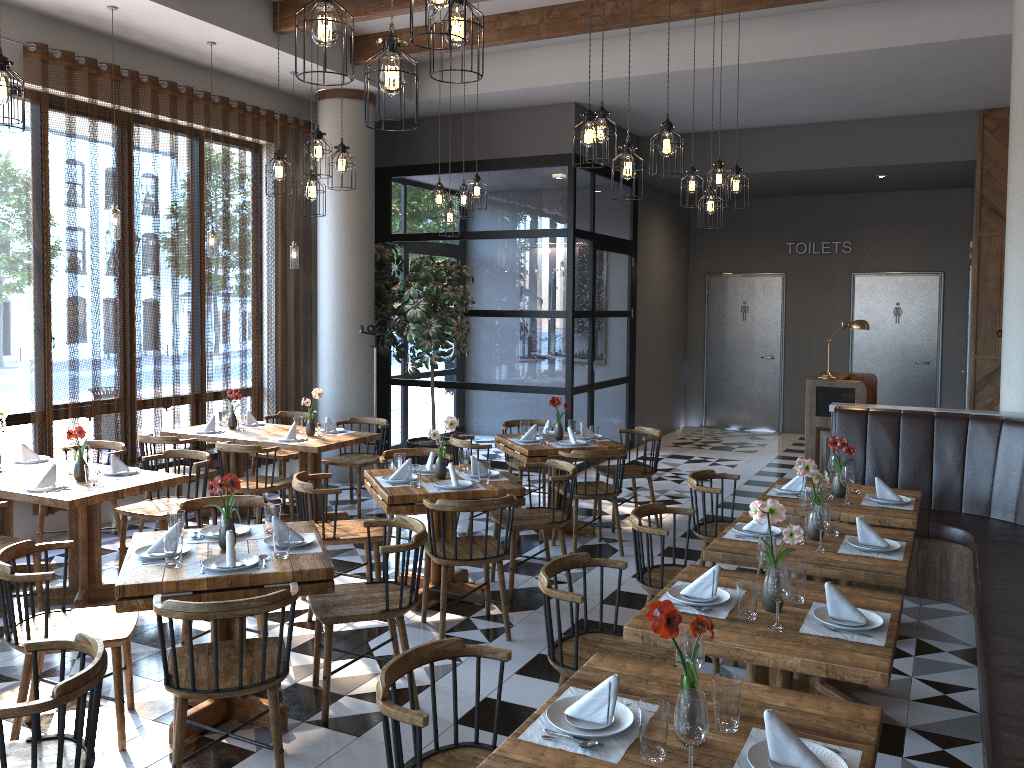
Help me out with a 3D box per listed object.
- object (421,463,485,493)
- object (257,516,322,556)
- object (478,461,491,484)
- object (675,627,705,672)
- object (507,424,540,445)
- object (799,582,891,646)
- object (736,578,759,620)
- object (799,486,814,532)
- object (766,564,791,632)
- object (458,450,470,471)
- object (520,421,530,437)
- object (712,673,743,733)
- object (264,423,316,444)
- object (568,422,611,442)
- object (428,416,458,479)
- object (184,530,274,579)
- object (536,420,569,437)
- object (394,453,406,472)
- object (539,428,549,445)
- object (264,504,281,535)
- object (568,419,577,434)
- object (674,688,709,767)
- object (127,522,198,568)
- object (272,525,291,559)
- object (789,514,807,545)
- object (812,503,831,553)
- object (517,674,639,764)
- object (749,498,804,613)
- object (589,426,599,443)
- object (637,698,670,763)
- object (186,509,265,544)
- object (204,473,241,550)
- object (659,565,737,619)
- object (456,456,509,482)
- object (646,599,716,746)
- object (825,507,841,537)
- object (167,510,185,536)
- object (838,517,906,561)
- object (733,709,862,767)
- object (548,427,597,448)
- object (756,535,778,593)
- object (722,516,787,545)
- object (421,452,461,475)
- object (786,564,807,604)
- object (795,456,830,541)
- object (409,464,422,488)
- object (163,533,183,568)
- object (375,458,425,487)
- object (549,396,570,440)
[{"bbox_3d":[-0.361,0.558,5.402,0.352,0.137,0.273,-1,5,-18],"label":"object"},{"bbox_3d":[-1.028,0.669,4.076,0.272,0.137,0.353,-1,5,-18],"label":"object"},{"bbox_3d":[-0.174,0.551,5.526,0.080,0.132,0.080,3,4,41],"label":"object"},{"bbox_3d":[0.491,0.788,2.450,0.081,0.215,0.081,3,4,35],"label":"object"},{"bbox_3d":[0.137,0.398,7.253,0.272,0.137,0.353,-1,5,-18],"label":"object"},{"bbox_3d":[1.181,0.774,3.123,0.272,0.137,0.352,3,5,26],"label":"object"},{"bbox_3d":[0.840,0.770,3.162,0.080,0.132,0.080,3,4,31],"label":"object"},{"bbox_3d":[1.473,0.623,4.413,0.081,0.215,0.081,1,3,18],"label":"object"},{"bbox_3d":[0.919,0.738,3.059,0.081,0.215,0.081,0,3,-10],"label":"object"},{"bbox_3d":[-0.322,0.514,5.931,0.080,0.132,0.080,3,4,41],"label":"object"},{"bbox_3d":[0.107,0.381,7.475,0.080,0.132,0.080,1,3,2],"label":"object"},{"bbox_3d":[0.565,0.841,2.332,0.080,0.132,0.080,2,4,26],"label":"object"},{"bbox_3d":[-1.795,0.388,7.174,0.352,0.137,0.272,3,5,27],"label":"object"},{"bbox_3d":[0.641,0.387,7.428,0.272,0.137,0.353,-1,5,-18],"label":"object"},{"bbox_3d":[-0.436,0.405,5.631,0.146,0.399,0.207,3,4,38],"label":"object"},{"bbox_3d":[-1.191,0.698,3.735,0.352,0.137,0.273,-1,5,-18],"label":"object"},{"bbox_3d":[0.301,0.369,7.594,0.352,0.137,0.273,-1,5,-18],"label":"object"},{"bbox_3d":[-0.734,0.522,5.791,0.080,0.132,0.080,3,4,41],"label":"object"},{"bbox_3d":[0.254,0.419,7.058,0.080,0.132,0.080,3,4,41],"label":"object"},{"bbox_3d":[-1.153,0.653,4.269,0.080,0.132,0.080,3,4,31],"label":"object"},{"bbox_3d":[0.519,0.372,7.614,0.080,0.132,0.080,-2,4,-38],"label":"object"},{"bbox_3d":[0.415,0.823,2.052,0.081,0.215,0.081,0,3,-4],"label":"object"},{"bbox_3d":[-1.532,0.680,3.901,0.272,0.137,0.353,-1,5,-18],"label":"object"},{"bbox_3d":[-1.005,0.691,3.865,0.080,0.132,0.080,3,4,31],"label":"object"},{"bbox_3d":[1.344,0.685,4.170,0.080,0.132,0.080,1,3,11],"label":"object"},{"bbox_3d":[1.411,0.655,4.044,0.081,0.215,0.081,-1,3,-32],"label":"object"},{"bbox_3d":[0.213,0.833,2.362,0.272,0.137,0.352,3,5,26],"label":"object"},{"bbox_3d":[0.967,0.629,3.255,0.207,0.399,0.146,2,3,29],"label":"object"},{"bbox_3d":[0.668,0.409,7.209,0.080,0.132,0.080,-2,4,-38],"label":"object"},{"bbox_3d":[0.348,0.853,2.178,0.080,0.132,0.080,1,3,11],"label":"object"},{"bbox_3d":[-1.369,0.651,4.242,0.352,0.137,0.273,-1,5,-18],"label":"object"},{"bbox_3d":[-1.283,0.569,3.946,0.156,0.354,0.171,0,3,-8],"label":"object"},{"bbox_3d":[0.715,0.748,3.365,0.272,0.137,0.352,3,5,26],"label":"object"},{"bbox_3d":[-0.198,0.529,5.743,0.272,0.137,0.353,-1,5,-18],"label":"object"},{"bbox_3d":[0.424,0.733,2.277,0.171,0.354,0.156,2,4,29],"label":"object"},{"bbox_3d":[1.561,0.673,4.324,0.080,0.132,0.080,2,4,26],"label":"object"},{"bbox_3d":[-1.565,0.662,4.130,0.080,0.132,0.080,3,4,31],"label":"object"},{"bbox_3d":[1.676,0.691,4.114,0.272,0.137,0.352,3,5,26],"label":"object"},{"bbox_3d":[0.679,0.858,2.119,0.272,0.137,0.352,3,5,26],"label":"object"},{"bbox_3d":[0.478,0.416,7.087,0.352,0.137,0.273,-1,5,-18],"label":"object"},{"bbox_3d":[0.994,0.704,3.454,0.081,0.215,0.081,0,3,-10],"label":"object"},{"bbox_3d":[1.211,0.665,4.356,0.272,0.137,0.352,3,5,26],"label":"object"},{"bbox_3d":[-0.538,0.511,5.909,0.352,0.137,0.273,-1,5,-18],"label":"object"},{"bbox_3d":[1.069,0.756,3.340,0.080,0.132,0.080,2,4,26],"label":"object"},{"bbox_3d":[1.434,0.545,4.249,0.146,0.399,0.207,3,4,34],"label":"object"},{"bbox_3d":[-0.588,0.561,5.375,0.080,0.132,0.080,3,4,41],"label":"object"},{"bbox_3d":[-1.419,0.700,3.713,0.080,0.132,0.080,3,4,41],"label":"object"},{"bbox_3d":[-0.701,0.540,5.568,0.272,0.137,0.353,-1,5,-18],"label":"object"},{"bbox_3d":[0.386,0.281,7.370,0.156,0.354,0.171,0,3,-16],"label":"object"}]
